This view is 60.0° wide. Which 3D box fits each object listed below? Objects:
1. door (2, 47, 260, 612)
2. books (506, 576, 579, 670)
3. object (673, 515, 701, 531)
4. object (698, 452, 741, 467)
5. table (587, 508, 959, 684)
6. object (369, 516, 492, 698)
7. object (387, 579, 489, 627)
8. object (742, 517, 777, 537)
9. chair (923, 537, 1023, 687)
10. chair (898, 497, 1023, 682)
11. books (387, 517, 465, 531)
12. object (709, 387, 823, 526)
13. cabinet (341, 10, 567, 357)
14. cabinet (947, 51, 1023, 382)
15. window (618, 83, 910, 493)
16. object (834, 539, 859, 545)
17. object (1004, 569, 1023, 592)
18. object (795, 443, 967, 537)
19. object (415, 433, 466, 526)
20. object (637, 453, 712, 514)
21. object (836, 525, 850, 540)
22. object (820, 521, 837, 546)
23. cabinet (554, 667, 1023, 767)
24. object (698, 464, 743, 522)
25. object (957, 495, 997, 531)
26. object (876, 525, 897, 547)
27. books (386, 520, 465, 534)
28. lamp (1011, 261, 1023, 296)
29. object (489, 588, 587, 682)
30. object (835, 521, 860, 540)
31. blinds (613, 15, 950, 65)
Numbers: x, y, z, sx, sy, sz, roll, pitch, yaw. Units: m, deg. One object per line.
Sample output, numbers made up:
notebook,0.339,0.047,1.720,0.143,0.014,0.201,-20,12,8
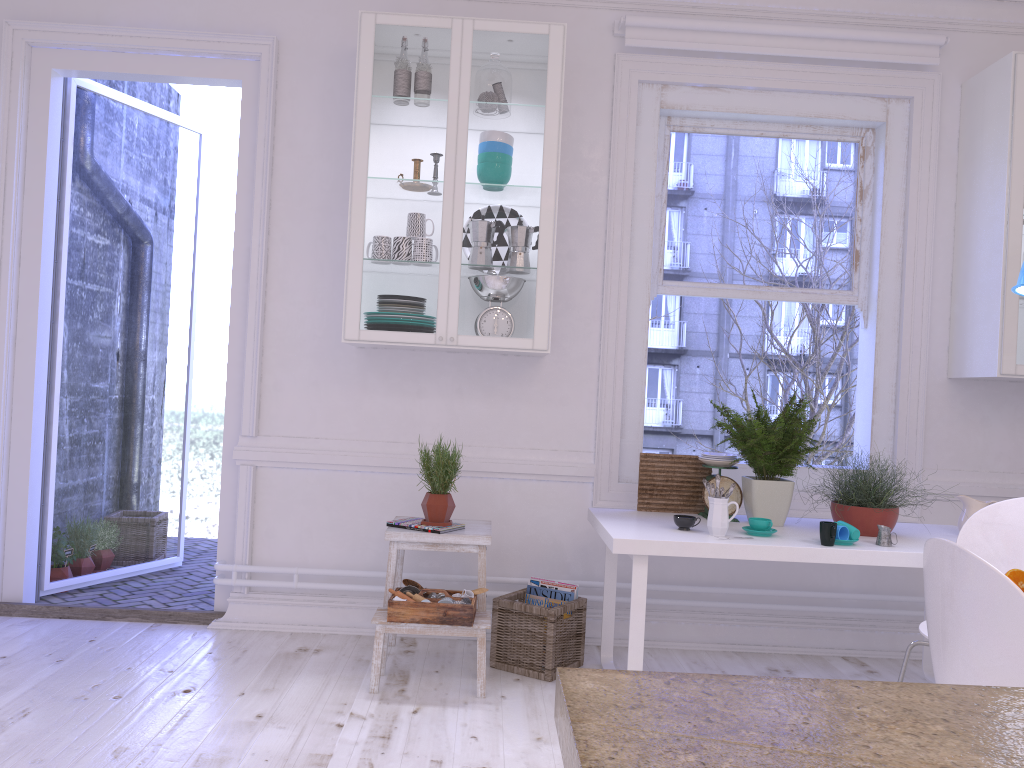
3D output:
door,-1.678,-0.215,4.406,1.009,2.474,1.021,3,0,-1
books,0.115,0.945,3.507,0.221,0.306,0.205,3,0,32
object,0.613,0.493,3.144,0.079,0.048,0.082,3,0,-42
object,0.821,0.300,3.513,0.163,0.047,0.164,3,0,-42
table,1.059,0.851,3.267,1.514,0.619,0.736,3,0,-1
object,-0.290,0.824,3.397,0.418,0.534,0.599,3,0,-1
object,-0.267,0.784,3.191,0.358,0.110,0.211,3,0,1
object,0.871,0.502,3.119,0.121,0.055,0.121,3,0,39
chair,1.041,0.730,1.690,0.483,0.845,0.604,3,0,-1
chair,1.416,0.753,2.492,0.604,0.845,0.483,3,0,44
books,-0.332,0.540,3.429,0.246,0.007,0.180,3,0,28
object,0.975,0.273,3.391,0.438,0.527,0.368,3,0,-1
cabinet,-0.231,-0.796,3.676,0.823,1.311,0.425,3,0,-1
cabinet,2.385,-0.661,3.744,0.823,1.311,0.425,3,0,-1
window,1.124,-0.420,4.048,1.234,1.782,0.181,3,0,-1
object,1.115,0.532,3.017,0.121,0.021,0.121,3,0,39
object,1.099,0.465,2.004,0.129,0.075,0.285,3,0,35
object,1.329,0.389,3.303,0.668,0.367,0.531,3,0,23
object,-0.269,0.356,3.422,0.196,0.367,0.186,3,0,43
object,0.662,0.405,3.604,0.294,0.237,0.028,3,0,-1
object,1.102,0.505,3.013,0.069,0.058,0.080,3,0,-29
object,1.051,0.500,2.952,0.055,0.077,0.070,3,0,24
cabinet,0.359,0.686,0.211,0.654,0.842,1.167,3,0,-1
object,0.820,0.427,3.501,0.159,0.208,0.185,3,0,-1
object,1.751,0.501,3.345,0.127,0.152,0.115,3,0,-19
object,1.275,0.517,3.022,0.066,0.067,0.052,3,0,-1
books,-0.332,0.549,3.429,0.246,0.011,0.180,3,0,28
lamp,1.605,-1.204,2.190,0.568,1.948,0.568,3,0,33
object,0.106,0.979,3.497,0.276,0.270,0.276,3,0,32
object,1.138,0.500,3.026,0.069,0.059,0.082,3,0,-24
blinds,1.173,-1.489,3.866,1.451,0.131,0.136,3,0,-1
